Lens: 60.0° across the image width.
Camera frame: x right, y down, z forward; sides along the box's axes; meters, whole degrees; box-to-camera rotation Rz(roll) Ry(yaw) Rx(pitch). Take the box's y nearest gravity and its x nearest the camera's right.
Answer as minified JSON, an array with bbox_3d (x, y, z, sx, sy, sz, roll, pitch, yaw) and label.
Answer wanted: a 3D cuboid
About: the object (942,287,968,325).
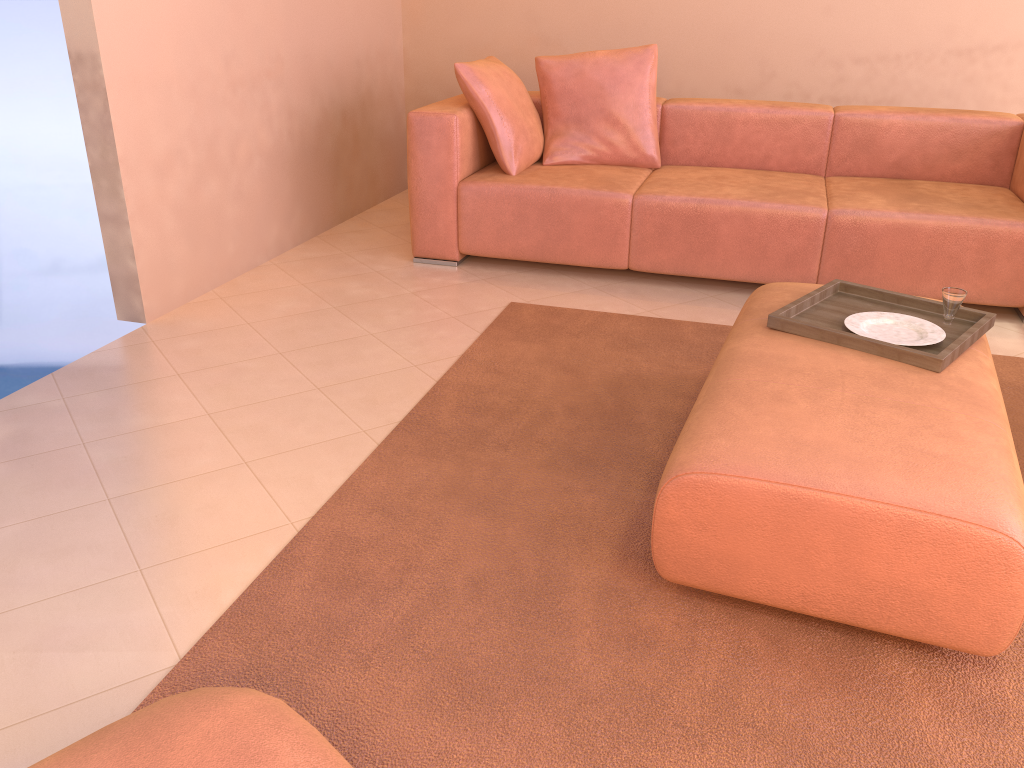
[{"bbox_3d":[1.145,-0.200,2.313,0.061,0.091,0.061,1,24,1],"label":"object"}]

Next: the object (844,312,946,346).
[{"bbox_3d":[0.969,-0.135,2.251,0.240,0.018,0.240,-8,26,-18],"label":"object"}]

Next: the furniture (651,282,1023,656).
[{"bbox_3d":[0.823,0.074,2.180,0.685,0.301,1.291,10,26,19],"label":"furniture"}]

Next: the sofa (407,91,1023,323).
[{"bbox_3d":[0.983,-0.861,3.913,2.781,0.672,0.943,8,25,15],"label":"sofa"}]

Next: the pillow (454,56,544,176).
[{"bbox_3d":[-0.028,-1.220,4.032,0.335,0.486,0.554,6,25,12],"label":"pillow"}]

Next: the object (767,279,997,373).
[{"bbox_3d":[0.964,-0.166,2.311,0.436,0.034,0.421,21,31,37],"label":"object"}]

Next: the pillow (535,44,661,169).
[{"bbox_3d":[0.395,-1.283,4.081,0.582,0.528,0.302,1,24,0],"label":"pillow"}]

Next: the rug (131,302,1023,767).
[{"bbox_3d":[0.496,0.311,2.129,1.833,0.005,2.626,8,25,15],"label":"rug"}]

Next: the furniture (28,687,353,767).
[{"bbox_3d":[-0.469,0.690,1.081,0.699,0.226,0.659,-21,32,-39],"label":"furniture"}]
